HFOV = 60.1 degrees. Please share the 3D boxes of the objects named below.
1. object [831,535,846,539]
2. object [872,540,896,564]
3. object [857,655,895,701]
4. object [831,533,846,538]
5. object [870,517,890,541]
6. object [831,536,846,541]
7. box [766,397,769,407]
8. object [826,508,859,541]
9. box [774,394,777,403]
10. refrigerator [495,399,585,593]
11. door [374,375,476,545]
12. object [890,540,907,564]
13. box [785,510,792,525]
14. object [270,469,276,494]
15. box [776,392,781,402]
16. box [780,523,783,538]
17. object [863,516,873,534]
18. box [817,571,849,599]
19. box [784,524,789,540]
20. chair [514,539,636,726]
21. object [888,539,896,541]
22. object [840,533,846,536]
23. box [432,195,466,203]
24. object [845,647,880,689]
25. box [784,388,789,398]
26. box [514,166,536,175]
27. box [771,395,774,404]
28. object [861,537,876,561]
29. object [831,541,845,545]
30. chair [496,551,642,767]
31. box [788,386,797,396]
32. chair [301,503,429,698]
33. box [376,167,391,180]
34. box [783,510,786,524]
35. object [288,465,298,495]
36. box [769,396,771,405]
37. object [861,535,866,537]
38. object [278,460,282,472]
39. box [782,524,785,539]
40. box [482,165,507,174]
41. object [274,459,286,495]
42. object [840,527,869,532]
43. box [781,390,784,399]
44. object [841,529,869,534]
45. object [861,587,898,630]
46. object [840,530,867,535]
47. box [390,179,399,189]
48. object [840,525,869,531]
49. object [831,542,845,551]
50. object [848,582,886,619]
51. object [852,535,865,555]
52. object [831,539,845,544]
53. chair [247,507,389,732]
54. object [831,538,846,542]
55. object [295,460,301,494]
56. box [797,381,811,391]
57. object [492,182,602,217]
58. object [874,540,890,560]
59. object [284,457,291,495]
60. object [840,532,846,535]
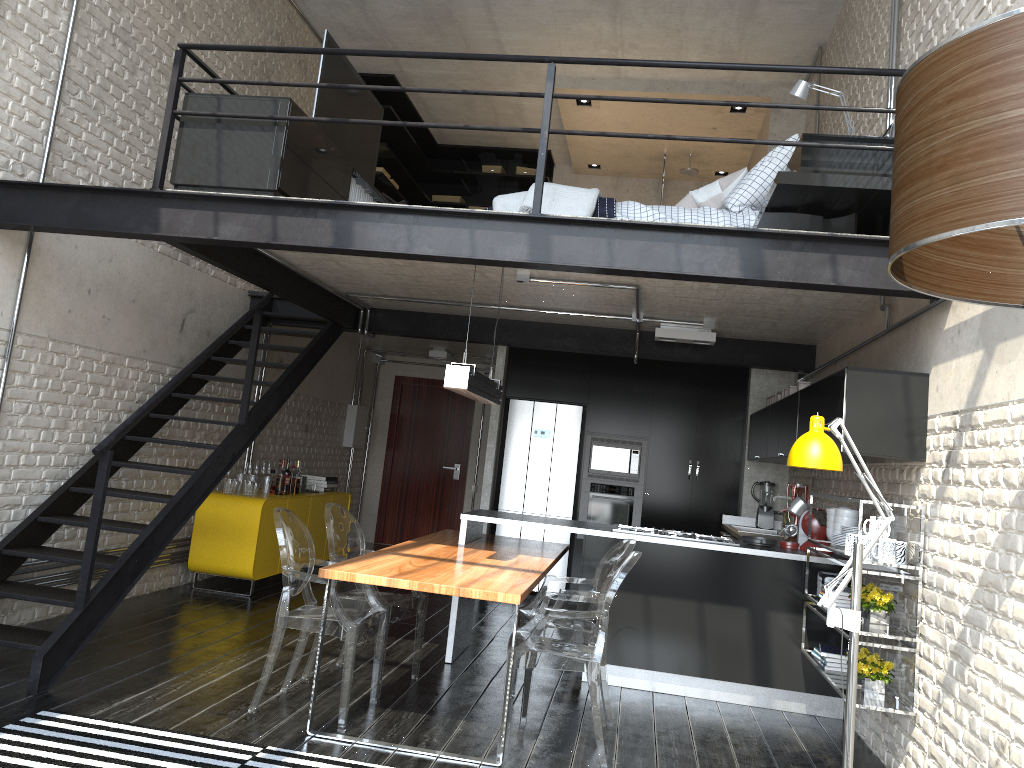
[{"bbox_3d":[1.828,0.834,4.703,0.251,0.031,0.250,8,-5,-22],"label":"object"},{"bbox_3d":[1.761,0.791,4.188,0.108,0.101,0.082,4,-7,23],"label":"object"},{"bbox_3d":[1.727,1.391,4.212,0.175,0.193,0.181,2,-8,31],"label":"object"},{"bbox_3d":[1.829,0.826,4.704,0.251,0.031,0.250,8,-5,-22],"label":"object"},{"bbox_3d":[1.777,0.696,4.248,0.108,0.101,0.082,6,-7,-2],"label":"object"},{"bbox_3d":[1.827,0.842,4.701,0.251,0.031,0.250,8,-5,-22],"label":"object"},{"bbox_3d":[2.190,0.173,7.478,0.081,0.112,0.080,5,-7,9],"label":"box"},{"bbox_3d":[1.907,0.820,5.104,0.150,0.218,0.307,5,-6,6],"label":"object"},{"bbox_3d":[2.144,0.139,7.105,0.081,0.112,0.080,5,-7,9],"label":"box"},{"bbox_3d":[0.265,1.105,8.708,0.724,1.839,0.494,5,-8,9],"label":"refrigerator"},{"bbox_3d":[-1.124,1.043,11.736,1.134,2.235,0.193,5,-8,9],"label":"door"},{"bbox_3d":[1.853,0.805,4.235,0.083,0.101,0.107,0,-9,43],"label":"object"},{"bbox_3d":[2.127,1.017,6.727,0.081,0.112,0.080,6,-7,4],"label":"box"},{"bbox_3d":[-2.123,0.859,7.810,0.087,0.208,0.086,1,-9,34],"label":"object"},{"bbox_3d":[2.123,0.125,6.962,0.081,0.112,0.080,5,-7,9],"label":"box"},{"bbox_3d":[2.121,1.138,6.847,0.081,0.112,0.080,4,-7,14],"label":"box"},{"bbox_3d":[1.797,0.709,4.380,0.108,0.101,0.082,4,-7,23],"label":"object"},{"bbox_3d":[1.856,1.176,5.117,0.150,0.151,0.149,5,-6,9],"label":"box"},{"bbox_3d":[2.098,1.122,6.686,0.081,0.112,0.080,4,-7,19],"label":"box"},{"bbox_3d":[0.345,1.301,4.844,0.589,0.948,0.536,7,-7,-6],"label":"chair"},{"bbox_3d":[1.866,0.817,4.368,0.108,0.101,0.082,5,-7,8],"label":"object"},{"bbox_3d":[1.830,0.820,4.703,0.171,0.030,0.169,5,-5,13],"label":"object"},{"bbox_3d":[-0.854,-2.438,11.930,0.401,0.127,0.261,5,-5,14],"label":"box"},{"bbox_3d":[1.748,1.408,4.392,0.183,0.193,0.173,4,-7,21],"label":"object"},{"bbox_3d":[2.072,0.091,6.604,0.081,0.112,0.080,5,-7,9],"label":"box"},{"bbox_3d":[0.163,-2.771,11.836,0.263,0.127,0.398,7,-5,-6],"label":"box"},{"bbox_3d":[2.162,0.151,7.239,0.081,0.112,0.080,5,-7,9],"label":"box"},{"bbox_3d":[1.704,0.788,4.233,0.108,0.101,0.082,6,-7,-2],"label":"object"},{"bbox_3d":[1.825,0.866,4.698,0.251,0.031,0.250,8,-5,-22],"label":"object"},{"bbox_3d":[0.278,1.241,4.186,0.590,0.948,0.535,6,-7,4],"label":"chair"},{"bbox_3d":[2.048,0.073,6.415,0.081,0.112,0.080,5,-7,9],"label":"box"},{"bbox_3d":[-0.842,1.186,5.033,0.590,0.948,0.535,4,-8,19],"label":"chair"},{"bbox_3d":[-1.588,-2.331,9.848,0.401,0.084,0.293,5,-5,9],"label":"box"},{"bbox_3d":[2.138,1.025,6.810,0.081,0.112,0.080,8,-7,-16],"label":"box"},{"bbox_3d":[-1.975,0.861,7.935,0.067,0.260,0.098,4,-8,14],"label":"object"},{"bbox_3d":[2.173,0.160,7.333,0.081,0.112,0.080,5,-7,9],"label":"box"},{"bbox_3d":[1.786,0.811,4.411,0.108,0.101,0.082,6,-7,-2],"label":"object"},{"bbox_3d":[-2.090,0.831,7.940,0.114,0.294,0.113,0,-10,37],"label":"object"},{"bbox_3d":[2.113,1.130,6.763,0.081,0.112,0.080,6,-7,4],"label":"box"},{"bbox_3d":[-0.227,-2.809,11.898,0.264,0.127,0.398,5,-5,14],"label":"box"},{"bbox_3d":[-2.015,0.815,7.731,0.081,0.311,0.080,6,-8,1],"label":"object"},{"bbox_3d":[1.834,0.785,4.708,0.171,0.030,0.169,5,-5,13],"label":"object"},{"bbox_3d":[2.091,0.103,6.737,0.081,0.112,0.080,5,-7,9],"label":"box"},{"bbox_3d":[1.833,0.794,4.707,0.171,0.030,0.169,5,-5,13],"label":"object"},{"bbox_3d":[1.756,1.074,4.257,0.183,0.193,0.173,4,-7,21],"label":"object"},{"bbox_3d":[1.832,0.802,4.706,0.171,0.030,0.169,5,-5,13],"label":"object"},{"bbox_3d":[-1.557,-2.307,10.365,0.401,0.127,0.261,5,-5,9],"label":"box"},{"bbox_3d":[1.835,0.777,4.710,0.171,0.030,0.169,5,-5,13],"label":"object"},{"bbox_3d":[1.824,0.874,4.697,0.251,0.031,0.250,8,-5,-22],"label":"object"},{"bbox_3d":[1.782,1.092,4.443,0.175,0.193,0.181,2,-8,31],"label":"object"},{"bbox_3d":[1.721,0.799,4.345,0.083,0.101,0.107,0,-9,43],"label":"object"},{"bbox_3d":[1.826,0.858,4.699,0.251,0.031,0.250,8,-5,-22],"label":"object"},{"bbox_3d":[-0.962,1.123,4.410,0.590,0.948,0.535,5,-7,9],"label":"chair"},{"bbox_3d":[1.827,0.850,4.700,0.251,0.031,0.250,8,-5,-22],"label":"object"},{"bbox_3d":[-1.961,0.847,8.053,0.081,0.310,0.080,6,-8,3],"label":"object"},{"bbox_3d":[2.002,0.041,6.077,0.081,0.112,0.080,5,-7,9],"label":"box"},{"bbox_3d":[0.329,-0.986,6.406,0.682,0.664,2.496,5,-5,10],"label":"object"},{"bbox_3d":[1.783,0.802,4.299,0.108,0.101,0.082,4,-7,23],"label":"object"},{"bbox_3d":[-1.999,0.813,7.842,0.080,0.332,0.079,6,-8,0],"label":"object"},{"bbox_3d":[1.831,0.811,4.705,0.171,0.030,0.169,5,-5,13],"label":"object"}]
